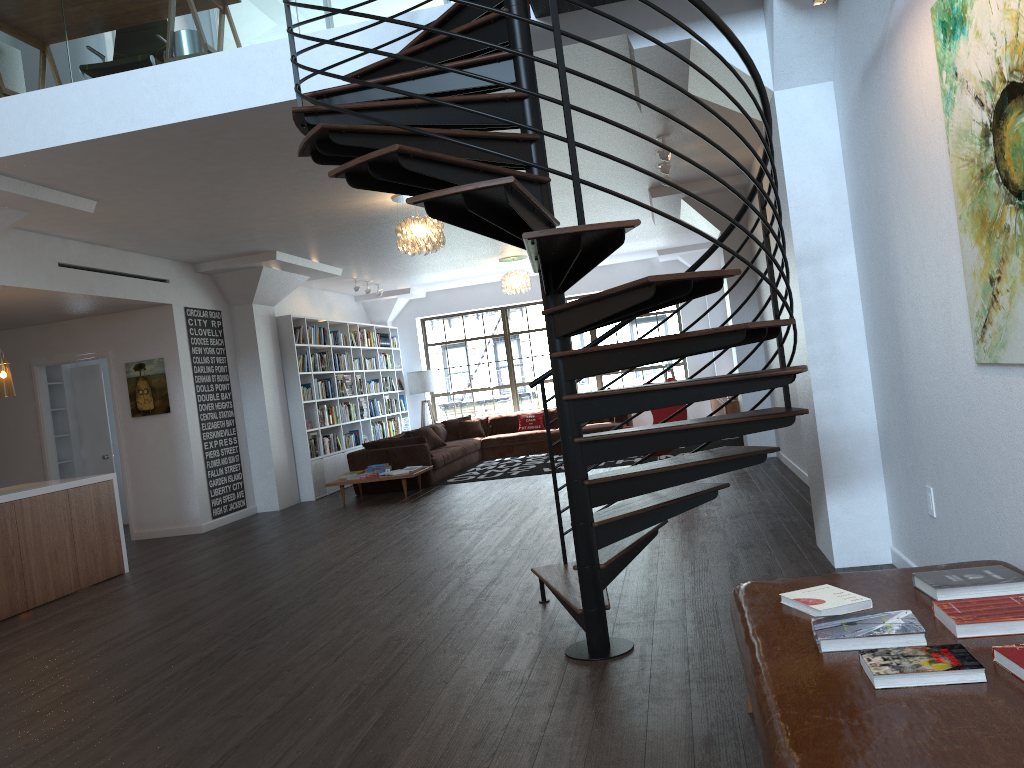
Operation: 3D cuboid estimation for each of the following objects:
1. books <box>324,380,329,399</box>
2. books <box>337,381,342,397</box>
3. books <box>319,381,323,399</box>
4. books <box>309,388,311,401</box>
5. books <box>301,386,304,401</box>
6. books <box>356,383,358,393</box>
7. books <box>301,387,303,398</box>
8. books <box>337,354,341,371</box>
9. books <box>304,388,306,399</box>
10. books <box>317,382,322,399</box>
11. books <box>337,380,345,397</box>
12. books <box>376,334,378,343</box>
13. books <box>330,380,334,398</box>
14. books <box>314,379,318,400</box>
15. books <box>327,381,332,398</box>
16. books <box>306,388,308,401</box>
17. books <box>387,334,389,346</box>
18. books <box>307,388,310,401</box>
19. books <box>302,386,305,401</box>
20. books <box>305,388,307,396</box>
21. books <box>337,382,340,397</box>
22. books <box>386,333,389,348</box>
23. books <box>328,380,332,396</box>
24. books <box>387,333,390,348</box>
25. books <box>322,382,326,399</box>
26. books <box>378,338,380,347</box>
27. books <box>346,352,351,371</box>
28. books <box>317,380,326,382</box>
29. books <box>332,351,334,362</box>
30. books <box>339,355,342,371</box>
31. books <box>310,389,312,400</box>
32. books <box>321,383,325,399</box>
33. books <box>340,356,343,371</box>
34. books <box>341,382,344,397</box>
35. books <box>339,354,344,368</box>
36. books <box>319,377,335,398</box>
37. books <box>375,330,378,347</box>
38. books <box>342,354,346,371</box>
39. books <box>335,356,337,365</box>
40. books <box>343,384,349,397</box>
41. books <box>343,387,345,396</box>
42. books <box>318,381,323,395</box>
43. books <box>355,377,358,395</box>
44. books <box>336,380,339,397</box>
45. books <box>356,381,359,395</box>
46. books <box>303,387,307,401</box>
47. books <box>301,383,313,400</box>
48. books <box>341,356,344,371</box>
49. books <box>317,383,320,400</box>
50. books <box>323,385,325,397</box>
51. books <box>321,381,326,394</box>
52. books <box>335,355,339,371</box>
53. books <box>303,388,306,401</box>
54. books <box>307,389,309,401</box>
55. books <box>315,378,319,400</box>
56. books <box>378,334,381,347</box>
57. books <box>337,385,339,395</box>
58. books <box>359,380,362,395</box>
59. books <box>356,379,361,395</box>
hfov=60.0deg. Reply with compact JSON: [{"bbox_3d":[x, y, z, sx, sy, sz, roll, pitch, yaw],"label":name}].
[{"bbox_3d":[-2.655,0.088,12.350,0.182,0.253,0.034,-7,0,10],"label":"books"},{"bbox_3d":[-2.564,0.080,12.852,0.174,0.240,0.054,-7,0,10],"label":"books"},{"bbox_3d":[-2.694,0.097,12.157,0.170,0.245,0.057,-7,0,10],"label":"books"},{"bbox_3d":[-2.729,0.146,11.775,0.106,0.162,0.032,-7,0,10],"label":"books"},{"bbox_3d":[-2.788,0.137,11.552,0.136,0.196,0.045,-7,0,10],"label":"books"},{"bbox_3d":[-2.449,0.058,13.554,0.160,0.251,0.029,-7,0,10],"label":"books"},{"bbox_3d":[-2.792,0.141,11.512,0.139,0.191,0.036,-7,0,10],"label":"books"},{"bbox_3d":[-2.596,-0.304,12.944,0.182,0.253,0.034,-7,0,10],"label":"books"},{"bbox_3d":[-2.770,0.144,11.626,0.128,0.178,0.021,-7,0,10],"label":"books"},{"bbox_3d":[-2.699,0.101,12.105,0.174,0.239,0.045,-7,0,10],"label":"books"},{"bbox_3d":[-2.555,0.072,12.964,0.183,0.253,0.042,-7,0,10],"label":"books"},{"bbox_3d":[-2.325,-0.721,14.779,0.160,0.251,0.031,-7,0,10],"label":"books"},{"bbox_3d":[-2.619,0.082,12.520,0.182,0.253,0.034,-7,0,10],"label":"books"},{"bbox_3d":[-2.736,0.084,11.972,0.197,0.283,0.065,-7,0,10],"label":"books"},{"bbox_3d":[-2.635,0.092,12.449,0.174,0.239,0.045,-7,0,10],"label":"books"},{"bbox_3d":[-2.754,0.145,11.696,0.109,0.171,0.018,-7,0,10],"label":"books"},{"bbox_3d":[-2.227,-0.737,15.335,0.183,0.253,0.042,-7,0,10],"label":"books"},{"bbox_3d":[-2.740,0.146,11.750,0.120,0.167,0.020,-7,0,10],"label":"books"},{"bbox_3d":[-2.784,0.135,11.585,0.127,0.200,0.020,-7,0,10],"label":"books"},{"bbox_3d":[-2.766,0.143,11.678,0.128,0.178,0.022,-7,0,10],"label":"books"},{"bbox_3d":[-2.572,0.090,12.810,0.161,0.223,0.032,-7,0,10],"label":"books"},{"bbox_3d":[-2.233,-0.736,15.291,0.183,0.253,0.042,-7,0,10],"label":"books"},{"bbox_3d":[-2.635,0.085,12.489,0.182,0.253,0.034,-7,0,10],"label":"books"},{"bbox_3d":[-2.217,-0.739,15.377,0.183,0.253,0.042,-7,0,10],"label":"books"},{"bbox_3d":[-2.674,0.102,12.282,0.167,0.230,0.037,-7,0,10],"label":"books"},{"bbox_3d":[-2.306,-0.710,14.842,0.161,0.223,0.033,-7,0,10],"label":"books"},{"bbox_3d":[-2.541,-0.328,13.326,0.197,0.283,0.065,-7,0,10],"label":"books"},{"bbox_3d":[-2.668,0.086,12.401,0.180,0.259,0.060,-7,0,10],"label":"books"},{"bbox_3d":[-2.646,-0.315,12.712,0.176,0.294,0.102,-7,0,10],"label":"books"},{"bbox_3d":[-2.591,-0.293,13.015,0.167,0.230,0.037,-7,0,10],"label":"books"},{"bbox_3d":[-2.725,0.143,11.799,0.107,0.167,0.017,-7,0,10],"label":"books"},{"bbox_3d":[-2.674,0.106,12.222,0.161,0.223,0.027,-7,0,10],"label":"books"},{"bbox_3d":[-2.577,-0.292,13.045,0.161,0.223,0.026,-7,0,10],"label":"books"},{"bbox_3d":[-2.545,0.086,12.926,0.161,0.223,0.032,-7,0,10],"label":"books"},{"bbox_3d":[-2.575,-0.306,13.098,0.159,0.250,0.026,-7,0,10],"label":"books"},{"bbox_3d":[-2.620,0.064,12.584,0.176,0.294,0.102,-7,0,10],"label":"books"},{"bbox_3d":[-2.342,-0.735,14.741,0.198,0.284,0.049,-7,0,10],"label":"books"},{"bbox_3d":[-2.566,-0.305,13.139,0.170,0.245,0.057,-7,0,10],"label":"books"},{"bbox_3d":[-2.626,-0.299,12.807,0.182,0.253,0.034,-7,0,10],"label":"books"},{"bbox_3d":[-2.520,0.091,13.081,0.161,0.207,0.135,-7,0,10],"label":"books"},{"bbox_3d":[-2.545,0.085,13.000,0.161,0.223,0.033,-7,0,10],"label":"books"},{"bbox_3d":[-2.688,0.094,12.198,0.159,0.250,0.026,-7,0,10],"label":"books"},{"bbox_3d":[-2.466,0.043,13.518,0.198,0.284,0.046,-7,0,10],"label":"books"},{"bbox_3d":[-2.606,0.064,12.743,0.198,0.284,0.049,-7,0,10],"label":"books"},{"bbox_3d":[-2.433,0.070,13.581,0.161,0.223,0.030,-7,0,10],"label":"books"},{"bbox_3d":[-2.772,0.141,11.653,0.134,0.184,0.030,-7,0,10],"label":"books"},{"bbox_3d":[-2.739,0.112,11.836,0.140,0.231,0.042,-7,0,10],"label":"books"},{"bbox_3d":[-2.570,-0.293,13.071,0.161,0.223,0.027,-7,0,10],"label":"books"},{"bbox_3d":[-2.710,0.111,12.071,0.161,0.223,0.027,-7,0,10],"label":"books"},{"bbox_3d":[-2.671,0.106,12.249,0.161,0.223,0.026,-7,0,10],"label":"books"},{"bbox_3d":[-2.683,0.092,12.320,0.182,0.253,0.034,-7,0,10],"label":"books"},{"bbox_3d":[-2.612,-0.294,12.845,0.174,0.239,0.045,-7,0,10],"label":"books"},{"bbox_3d":[-2.772,0.144,11.605,0.128,0.178,0.022,-7,0,10],"label":"books"},{"bbox_3d":[-2.744,0.153,11.712,0.110,0.153,0.019,-7,0,10],"label":"books"},{"bbox_3d":[-2.722,0.079,12.031,0.176,0.290,0.053,-7,0,10],"label":"books"},{"bbox_3d":[-2.292,-0.712,14.871,0.161,0.223,0.032,-7,0,10],"label":"books"},{"bbox_3d":[-2.588,0.078,12.781,0.160,0.251,0.031,-7,0,10],"label":"books"},{"bbox_3d":[-2.408,0.066,13.689,0.161,0.223,0.030,-7,0,10],"label":"books"},{"bbox_3d":[-2.427,0.054,13.620,0.174,0.251,0.051,-7,0,10],"label":"books"}]
